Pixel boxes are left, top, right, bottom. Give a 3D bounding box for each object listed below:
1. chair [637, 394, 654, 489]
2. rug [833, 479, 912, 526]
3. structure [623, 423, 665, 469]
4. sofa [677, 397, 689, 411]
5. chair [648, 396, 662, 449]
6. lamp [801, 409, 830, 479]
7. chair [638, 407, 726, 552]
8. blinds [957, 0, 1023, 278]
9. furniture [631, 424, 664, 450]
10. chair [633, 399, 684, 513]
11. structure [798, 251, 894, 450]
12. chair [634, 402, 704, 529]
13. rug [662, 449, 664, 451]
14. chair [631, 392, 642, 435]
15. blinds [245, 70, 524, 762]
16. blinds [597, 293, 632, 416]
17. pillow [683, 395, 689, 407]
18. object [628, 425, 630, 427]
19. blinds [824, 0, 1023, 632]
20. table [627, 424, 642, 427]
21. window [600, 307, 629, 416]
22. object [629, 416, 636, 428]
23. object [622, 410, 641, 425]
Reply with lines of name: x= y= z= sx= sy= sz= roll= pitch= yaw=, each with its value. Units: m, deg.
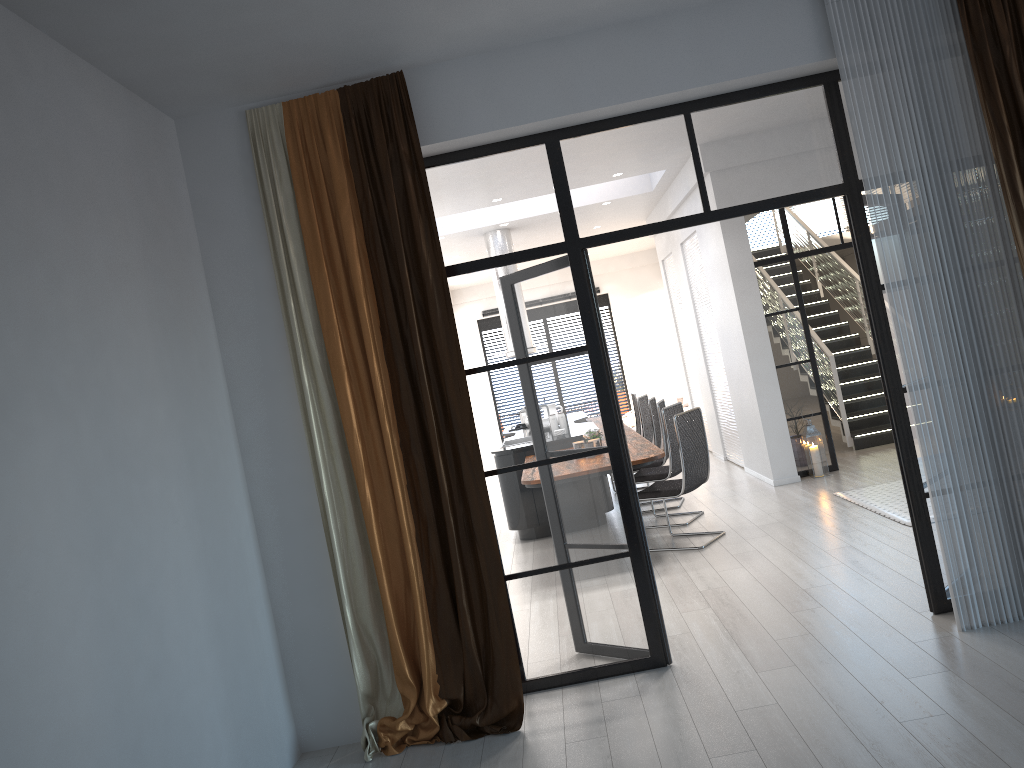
chair: x=1.355 y=0.678 z=10.222 sx=0.536 sy=1.019 sz=0.471 roll=-12 pitch=-1 yaw=22
rug: x=3.828 y=0.718 z=6.768 sx=2.275 sy=0.020 sz=1.585 roll=-12 pitch=1 yaw=2
structure: x=0.589 y=0.917 z=9.043 sx=1.377 sy=0.887 sz=5.641 roll=-12 pitch=1 yaw=2
sofa: x=3.163 y=0.363 z=13.825 sx=0.898 sy=0.825 sz=2.093 roll=-12 pitch=0 yaw=2
chair: x=1.329 y=0.693 z=9.409 sx=0.536 sy=1.019 sz=0.471 roll=-12 pitch=-1 yaw=17
lamp: x=2.895 y=0.562 z=8.535 sx=0.148 sy=0.665 sz=0.157 roll=-12 pitch=-1 yaw=2
chair: x=1.239 y=0.741 z=6.935 sx=0.535 sy=1.019 sz=0.472 roll=-12 pitch=-1 yaw=37
blinds: x=2.647 y=-0.547 z=3.943 sx=0.810 sy=3.046 sz=0.255 roll=-12 pitch=-1 yaw=3
furniture: x=2.120 y=0.773 z=12.954 sx=0.699 sy=0.460 sz=0.699 roll=-12 pitch=0 yaw=-3
chair: x=1.303 y=0.707 z=8.691 sx=0.536 sy=1.019 sz=0.471 roll=-12 pitch=-1 yaw=17
structure: x=4.547 y=-1.309 z=11.526 sx=2.393 sy=3.602 sz=5.802 roll=-12 pitch=0 yaw=2
chair: x=1.283 y=0.721 z=7.872 sx=0.535 sy=1.019 sz=0.472 roll=-12 pitch=-1 yaw=32
rug: x=1.981 y=1.011 z=14.125 sx=1.623 sy=0.020 sz=2.520 roll=-12 pitch=1 yaw=2
chair: x=1.378 y=0.662 z=11.185 sx=0.536 sy=1.019 sz=0.471 roll=-12 pitch=-1 yaw=2
blinds: x=-0.585 y=0.113 z=4.064 sx=0.810 sy=3.046 sz=0.254 roll=-12 pitch=-1 yaw=1
blinds: x=0.856 y=-0.171 z=17.235 sx=2.584 sy=2.721 sz=0.358 roll=-12 pitch=-1 yaw=2
pillow: x=3.209 y=0.157 z=13.866 sx=0.590 sy=0.392 sz=2.027 roll=-12 pitch=1 yaw=-9
object: x=1.951 y=0.657 z=14.130 sx=0.334 sy=0.030 sz=0.581 roll=-12 pitch=1 yaw=-35
blinds: x=2.372 y=-0.485 z=4.053 sx=1.300 sy=3.069 sz=0.052 roll=-12 pitch=-1 yaw=2
table: x=2.085 y=0.823 z=14.066 sx=1.000 sy=0.350 sz=1.000 roll=-12 pitch=1 yaw=2
window: x=3.574 y=-2.025 z=17.495 sx=8.565 sy=5.063 sz=0.462 roll=-12 pitch=-1 yaw=0
object: x=1.894 y=0.591 z=13.945 sx=0.110 sy=0.183 sz=0.119 roll=-12 pitch=0 yaw=8
object: x=2.120 y=0.617 z=15.217 sx=0.417 sy=0.355 sz=0.761 roll=-12 pitch=0 yaw=10
